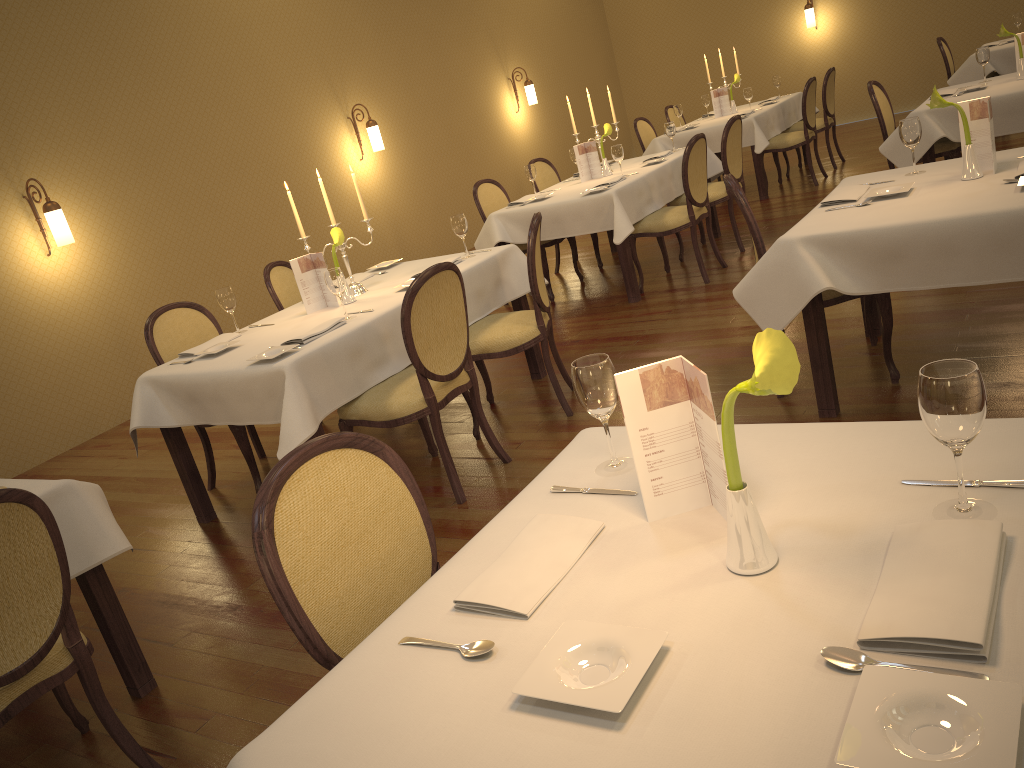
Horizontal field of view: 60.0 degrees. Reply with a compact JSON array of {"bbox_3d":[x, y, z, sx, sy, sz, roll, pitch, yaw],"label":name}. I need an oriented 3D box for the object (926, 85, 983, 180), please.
[{"bbox_3d":[1.662,-0.947,3.328,0.163,0.375,0.076,-11,18,13],"label":"object"}]

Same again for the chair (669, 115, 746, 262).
[{"bbox_3d":[1.497,-1.473,6.651,0.571,0.955,0.530,-3,21,34],"label":"chair"}]

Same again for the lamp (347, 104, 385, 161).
[{"bbox_3d":[-1.423,-2.423,8.505,0.323,0.513,0.114,-7,19,24],"label":"lamp"}]

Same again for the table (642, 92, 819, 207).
[{"bbox_3d":[2.256,-2.372,9.096,1.385,0.759,2.152,-3,21,35],"label":"table"}]

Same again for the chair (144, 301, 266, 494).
[{"bbox_3d":[-1.409,0.024,4.498,0.571,0.955,0.530,-3,21,34],"label":"chair"}]

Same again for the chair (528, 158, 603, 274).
[{"bbox_3d":[0.535,-1.467,7.446,0.571,0.955,0.530,-3,21,34],"label":"chair"}]

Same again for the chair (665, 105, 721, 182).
[{"bbox_3d":[2.067,-2.642,9.767,0.571,0.955,0.530,-3,21,34],"label":"chair"}]

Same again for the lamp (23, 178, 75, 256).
[{"bbox_3d":[-3.130,-1.114,5.918,0.323,0.513,0.114,-7,19,24],"label":"lamp"}]

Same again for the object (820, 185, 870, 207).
[{"bbox_3d":[1.371,-0.777,3.644,0.142,0.024,0.273,-3,21,34],"label":"object"}]

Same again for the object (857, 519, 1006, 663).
[{"bbox_3d":[0.547,0.257,1.146,0.142,0.033,0.273,-3,21,34],"label":"object"}]

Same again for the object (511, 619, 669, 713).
[{"bbox_3d":[0.106,0.374,1.165,0.160,0.024,0.160,-3,21,34],"label":"object"}]

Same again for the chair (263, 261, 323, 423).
[{"bbox_3d":[-1.009,-0.309,5.185,0.571,0.955,0.530,-10,18,16],"label":"chair"}]

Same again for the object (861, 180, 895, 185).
[{"bbox_3d":[1.523,-0.849,3.754,0.185,0.010,0.017,-3,21,34],"label":"object"}]

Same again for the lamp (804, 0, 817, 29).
[{"bbox_3d":[3.884,-4.877,11.574,0.114,0.513,0.323,-7,19,24],"label":"lamp"}]

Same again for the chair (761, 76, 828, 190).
[{"bbox_3d":[2.636,-2.347,8.379,0.571,0.955,0.530,-3,21,34],"label":"chair"}]

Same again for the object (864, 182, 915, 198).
[{"bbox_3d":[1.473,-0.745,3.456,0.160,0.024,0.160,-3,21,34],"label":"object"}]

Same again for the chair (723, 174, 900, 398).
[{"bbox_3d":[1.279,-0.488,3.802,0.571,0.955,0.530,-10,18,16],"label":"chair"}]

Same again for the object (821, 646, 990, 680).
[{"bbox_3d":[0.452,0.328,1.029,0.181,0.015,0.038,-2,22,36],"label":"object"}]

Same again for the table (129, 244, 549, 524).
[{"bbox_3d":[-0.792,-0.034,4.474,1.385,0.759,2.152,-3,21,35],"label":"table"}]

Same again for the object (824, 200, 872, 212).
[{"bbox_3d":[1.305,-0.692,3.447,0.181,0.015,0.038,-2,22,36],"label":"object"}]

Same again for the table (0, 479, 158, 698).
[{"bbox_3d":[-2.149,1.006,2.418,1.385,0.759,2.152,-3,21,35],"label":"table"}]

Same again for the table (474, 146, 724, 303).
[{"bbox_3d":[0.725,-1.197,6.774,1.385,0.759,2.152,-3,21,35],"label":"table"}]

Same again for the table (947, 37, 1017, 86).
[{"bbox_3d":[5.028,-2.939,8.498,1.389,0.759,1.395,-2,22,36],"label":"table"}]

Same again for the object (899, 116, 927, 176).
[{"bbox_3d":[1.671,-0.992,3.703,0.088,0.229,0.088,-19,18,-11],"label":"object"}]

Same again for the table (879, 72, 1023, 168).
[{"bbox_3d":[3.282,-1.600,5.852,1.389,0.759,1.395,-2,22,36],"label":"table"}]

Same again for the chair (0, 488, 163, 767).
[{"bbox_3d":[-1.376,0.730,2.296,0.571,0.955,0.530,-3,21,34],"label":"chair"}]

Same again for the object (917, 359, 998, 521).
[{"bbox_3d":[0.635,0.084,1.267,0.088,0.229,0.088,-17,17,-5],"label":"object"}]

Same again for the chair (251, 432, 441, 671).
[{"bbox_3d":[-0.073,0.550,1.749,0.571,0.955,0.530,-3,21,34],"label":"chair"}]

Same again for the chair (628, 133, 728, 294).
[{"bbox_3d":[1.105,-1.172,6.057,0.571,0.955,0.530,-3,21,34],"label":"chair"}]

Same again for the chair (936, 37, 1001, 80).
[{"bbox_3d":[4.583,-3.021,8.809,0.571,0.955,0.530,-3,21,34],"label":"chair"}]

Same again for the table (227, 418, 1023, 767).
[{"bbox_3d":[0.371,0.633,1.438,1.389,0.759,1.395,-2,22,36],"label":"table"}]

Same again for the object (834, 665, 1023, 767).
[{"bbox_3d":[0.436,0.362,0.923,0.160,0.024,0.160,-3,21,34],"label":"object"}]

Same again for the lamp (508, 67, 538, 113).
[{"bbox_3d":[0.116,-3.603,10.838,0.323,0.513,0.114,-7,19,24],"label":"lamp"}]

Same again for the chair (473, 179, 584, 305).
[{"bbox_3d":[0.108,-1.139,6.798,0.571,0.955,0.530,-3,21,34],"label":"chair"}]

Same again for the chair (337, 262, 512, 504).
[{"bbox_3d":[-0.412,-0.009,3.757,0.571,0.955,0.530,-3,21,34],"label":"chair"}]

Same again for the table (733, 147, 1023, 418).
[{"bbox_3d":[1.740,-0.417,3.513,1.389,0.759,1.395,-2,22,36],"label":"table"}]

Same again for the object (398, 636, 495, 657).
[{"bbox_3d":[-0.099,0.385,1.318,0.181,0.015,0.038,-2,22,36],"label":"object"}]

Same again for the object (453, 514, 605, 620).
[{"bbox_3d":[0.034,0.296,1.472,0.142,0.024,0.273,-3,21,34],"label":"object"}]

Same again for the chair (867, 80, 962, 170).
[{"bbox_3d":[2.838,-1.682,6.163,0.571,0.955,0.530,-3,21,34],"label":"chair"}]

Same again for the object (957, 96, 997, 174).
[{"bbox_3d":[1.801,-0.946,3.379,0.081,0.277,0.166,-18,18,-7],"label":"object"}]

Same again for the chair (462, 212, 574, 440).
[{"bbox_3d":[-0.022,-0.302,4.329,0.571,0.955,0.530,-12,18,11],"label":"chair"}]

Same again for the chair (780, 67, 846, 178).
[{"bbox_3d":[3.028,-2.648,8.973,0.571,0.955,0.530,-3,21,34],"label":"chair"}]

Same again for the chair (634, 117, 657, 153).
[{"bbox_3d":[1.639,-2.314,9.120,0.571,0.955,0.530,-3,21,34],"label":"chair"}]
